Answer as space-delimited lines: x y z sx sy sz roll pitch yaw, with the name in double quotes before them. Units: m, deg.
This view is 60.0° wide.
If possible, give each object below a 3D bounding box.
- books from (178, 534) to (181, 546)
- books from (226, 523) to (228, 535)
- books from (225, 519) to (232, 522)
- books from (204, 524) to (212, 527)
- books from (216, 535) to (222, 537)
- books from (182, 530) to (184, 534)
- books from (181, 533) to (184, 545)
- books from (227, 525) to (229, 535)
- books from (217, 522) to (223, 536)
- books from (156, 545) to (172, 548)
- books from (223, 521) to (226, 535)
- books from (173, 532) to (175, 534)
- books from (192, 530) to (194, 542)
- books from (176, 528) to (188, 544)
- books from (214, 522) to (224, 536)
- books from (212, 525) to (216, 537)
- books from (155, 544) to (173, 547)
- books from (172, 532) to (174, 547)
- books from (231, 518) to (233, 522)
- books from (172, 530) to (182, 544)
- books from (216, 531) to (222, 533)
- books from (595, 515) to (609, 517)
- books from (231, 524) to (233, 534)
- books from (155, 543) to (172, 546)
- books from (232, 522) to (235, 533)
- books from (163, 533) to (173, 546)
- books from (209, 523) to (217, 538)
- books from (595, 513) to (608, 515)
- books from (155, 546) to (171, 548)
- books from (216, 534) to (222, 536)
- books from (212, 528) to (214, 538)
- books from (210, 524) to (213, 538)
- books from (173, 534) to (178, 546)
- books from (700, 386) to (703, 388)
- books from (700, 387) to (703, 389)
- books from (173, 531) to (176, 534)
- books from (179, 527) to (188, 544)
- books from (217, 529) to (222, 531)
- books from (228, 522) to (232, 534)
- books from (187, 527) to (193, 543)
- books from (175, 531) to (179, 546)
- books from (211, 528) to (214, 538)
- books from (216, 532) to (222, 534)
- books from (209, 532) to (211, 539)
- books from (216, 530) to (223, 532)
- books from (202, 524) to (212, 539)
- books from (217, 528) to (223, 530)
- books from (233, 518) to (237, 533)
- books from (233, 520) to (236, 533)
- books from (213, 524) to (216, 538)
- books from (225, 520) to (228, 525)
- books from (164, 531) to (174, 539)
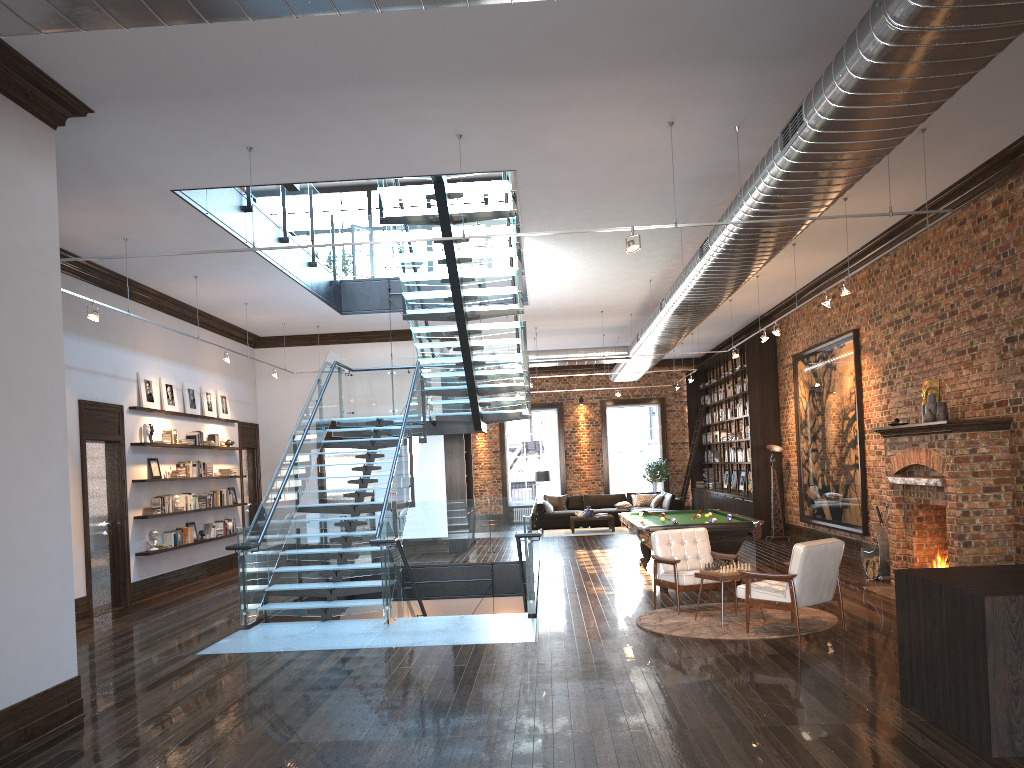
"books" -5.026 2.327 13.211 0.167 0.168 0.029 -3 0 2
"books" -4.958 2.487 15.175 0.176 0.202 0.034 -3 0 2
"books" -4.965 2.495 15.530 0.122 0.252 0.013 -3 0 2
"books" -5.005 2.416 14.536 0.137 0.228 0.138 -3 -2 2
"books" -4.979 2.559 14.906 0.142 0.011 0.257 -2 -5 -2
"books" -5.041 2.321 13.424 0.136 0.222 0.021 -3 0 2
"books" -5.031 2.334 13.371 0.152 0.183 0.030 -3 0 2
"books" -4.955 2.512 15.279 0.161 0.169 0.027 -3 0 2
"books" -4.977 2.466 15.063 0.142 0.224 0.012 -3 0 2
"books" -5.059 2.355 12.877 0.142 0.011 0.257 -3 -5 -1
"books" -4.969 2.463 15.153 0.164 0.247 0.011 -3 0 2
"books" -5.063 2.305 13.150 0.130 0.204 0.030 -3 0 2
"books" -5.021 2.365 13.754 0.154 0.191 0.028 -3 0 2
"books" -5.024 2.313 13.475 0.176 0.244 0.082 -3 -1 2
"books" -4.974 2.464 15.075 0.162 0.230 0.011 -3 0 2
"books" -4.983 2.440 14.656 0.151 0.207 0.085 -3 -1 2
"books" -5.057 2.345 12.877 0.141 0.011 0.288 -3 -5 5
"books" -5.051 2.293 13.051 0.133 0.209 0.024 -3 0 2
"books" -4.969 2.498 15.606 0.130 0.262 0.060 -3 -1 2
"books" -5.040 2.310 13.326 0.140 0.225 0.060 -3 -1 2
"books" -4.988 2.485 14.907 0.141 0.011 0.287 -3 -5 3
"books" 2.102 3.102 20.770 0.261 0.024 0.206 -1 -6 -20
"books" -4.961 2.528 15.478 0.149 0.181 0.091 -3 -1 2
"books" -5.064 2.334 12.877 0.142 0.011 0.255 -3 -5 3
"books" -4.944 2.523 15.550 0.151 0.197 0.029 -3 0 2
"books" -5.058 2.295 13.033 0.131 0.203 0.011 -3 0 2
"books" -4.980 2.430 14.700 0.165 0.235 0.094 -3 -1 2
"books" 2.133 3.104 21.109 0.206 0.028 0.262 -6 -6 34
"books" -5.062 2.366 12.877 0.142 0.011 0.255 -3 -5 3
"books" -4.977 2.537 14.906 0.141 0.011 0.289 -2 -5 -2
"books" -4.993 2.462 14.630 0.152 0.164 0.079 -3 -1 2
"books" -5.001 2.414 14.549 0.146 0.234 0.142 -3 -2 2
"books" -5.029 2.310 13.108 0.167 0.184 0.029 -3 0 2
"books" 5.330 0.078 24.485 0.213 0.014 0.358 -2 -5 -2
"books" 5.333 0.108 24.485 0.216 0.014 0.336 -3 -5 5
"books" -5.056 2.300 13.176 0.114 0.219 0.022 -3 0 2
"books" -5.035 2.318 13.562 0.128 0.251 0.025 -3 0 2
"books" -4.981 2.453 14.907 0.142 0.011 0.258 -2 -5 -2
"books" -4.949 2.510 15.401 0.168 0.201 0.096 -3 -1 2
"books" -5.013 2.332 13.674 0.168 0.242 0.026 -3 0 2
"books" -5.040 2.300 13.192 0.152 0.221 0.011 -3 0 2
"books" -4.990 2.457 14.590 0.137 0.158 0.108 -3 -2 2
"books" -4.979 2.506 14.906 0.142 0.011 0.258 -2 -5 -2
"books" -4.994 2.452 14.494 0.136 0.155 0.104 -3 -2 2
"books" -4.986 2.475 14.907 0.141 0.011 0.287 -3 -5 4
"books" -5.000 2.415 14.497 0.141 0.224 0.136 -3 -2 2
"books" -4.981 2.443 14.907 0.141 0.011 0.289 -3 -5 6
"books" -4.954 2.504 15.669 0.156 0.258 0.042 -3 0 2
"books" -4.950 2.513 15.631 0.139 0.232 0.051 -3 -1 2
"books" -4.989 2.432 14.680 0.157 0.233 0.107 -3 -1 2
"books" -4.969 2.475 15.300 0.124 0.249 0.013 -3 0 2
"books" -5.057 2.288 13.079 0.126 0.225 0.031 -3 0 2
